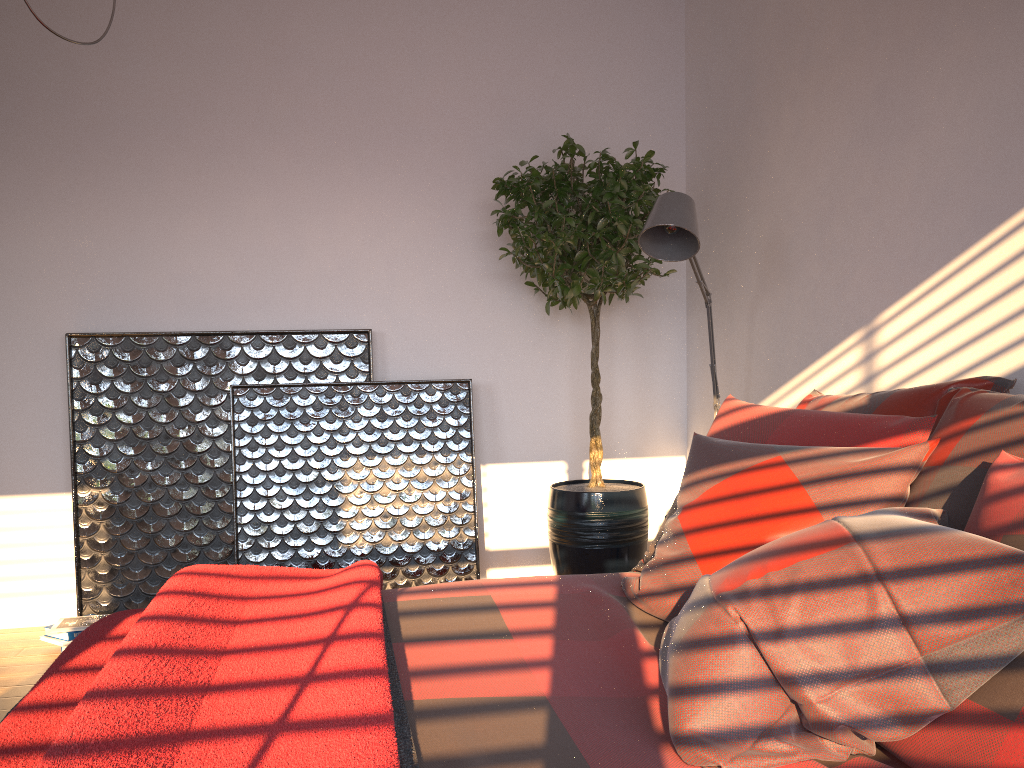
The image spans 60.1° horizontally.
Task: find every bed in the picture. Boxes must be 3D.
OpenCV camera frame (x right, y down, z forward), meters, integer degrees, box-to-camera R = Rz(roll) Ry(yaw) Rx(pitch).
[{"bbox_3d":[0.114,0.660,1.632,2.312,0.773,2.031,-2,2,-11],"label":"bed"}]

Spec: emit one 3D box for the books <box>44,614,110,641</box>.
[{"bbox_3d":[-1.716,0.963,3.534,0.270,0.050,0.257,-2,2,-14],"label":"books"}]

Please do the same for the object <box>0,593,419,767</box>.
[{"bbox_3d":[-0.674,0.779,1.482,1.121,0.570,2.499,-2,2,-10],"label":"object"}]

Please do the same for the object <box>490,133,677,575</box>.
[{"bbox_3d":[0.312,-0.025,3.823,0.801,2.027,0.809,-2,4,-7],"label":"object"}]

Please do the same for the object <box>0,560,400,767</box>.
[{"bbox_3d":[-0.542,0.745,1.542,0.682,0.662,2.638,-2,2,-10],"label":"object"}]

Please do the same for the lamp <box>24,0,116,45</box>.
[{"bbox_3d":[-1.162,-1.319,1.637,1.246,1.083,1.097,-2,3,-11],"label":"lamp"}]

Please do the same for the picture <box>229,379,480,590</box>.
[{"bbox_3d":[-0.664,0.504,3.815,1.025,1.031,0.209,-2,4,-11],"label":"picture"}]

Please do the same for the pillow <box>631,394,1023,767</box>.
[{"bbox_3d":[0.728,0.327,1.797,0.527,0.553,1.809,-2,2,-10],"label":"pillow"}]

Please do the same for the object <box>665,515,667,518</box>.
[{"bbox_3d":[0.755,0.745,3.383,0.342,0.482,0.337,-2,4,-11],"label":"object"}]

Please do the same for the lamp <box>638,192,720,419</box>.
[{"bbox_3d":[0.618,-0.051,3.101,0.279,1.131,0.786,1,4,30],"label":"lamp"}]

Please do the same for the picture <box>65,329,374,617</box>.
[{"bbox_3d":[-1.215,0.401,3.818,1.248,1.257,0.171,-2,5,-11],"label":"picture"}]

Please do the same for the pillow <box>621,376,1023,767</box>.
[{"bbox_3d":[0.711,0.358,1.714,1.144,0.736,2.136,-2,2,-13],"label":"pillow"}]

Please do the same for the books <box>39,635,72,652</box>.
[{"bbox_3d":[-1.684,1.012,3.527,0.258,0.050,0.269,0,2,34],"label":"books"}]
